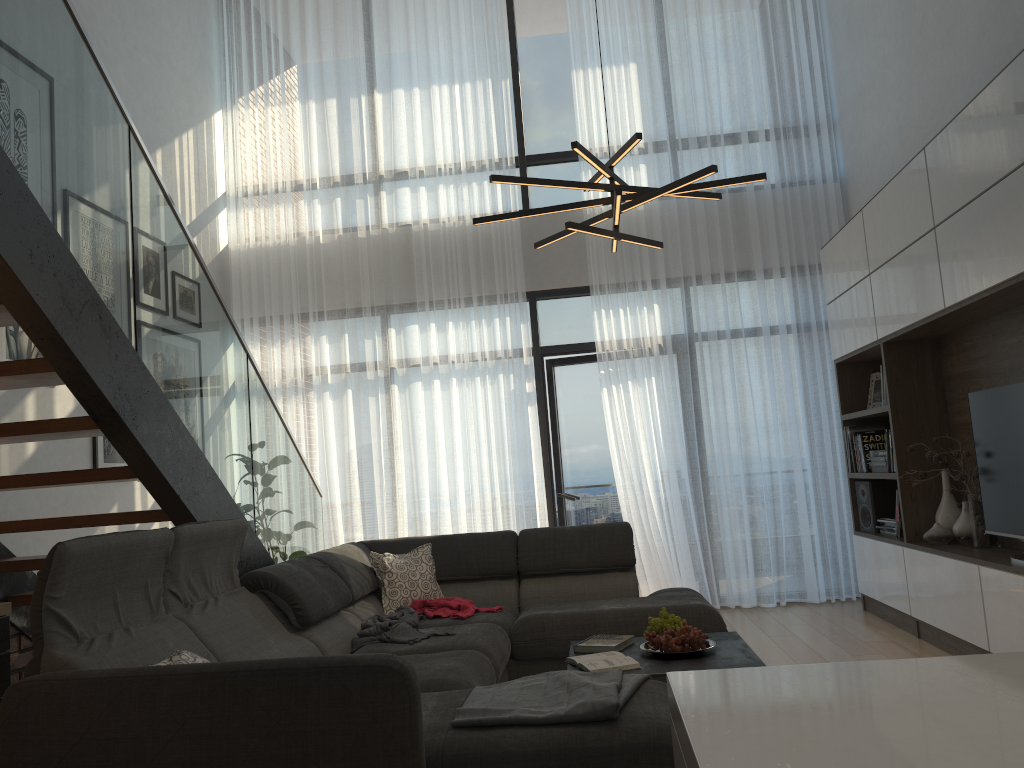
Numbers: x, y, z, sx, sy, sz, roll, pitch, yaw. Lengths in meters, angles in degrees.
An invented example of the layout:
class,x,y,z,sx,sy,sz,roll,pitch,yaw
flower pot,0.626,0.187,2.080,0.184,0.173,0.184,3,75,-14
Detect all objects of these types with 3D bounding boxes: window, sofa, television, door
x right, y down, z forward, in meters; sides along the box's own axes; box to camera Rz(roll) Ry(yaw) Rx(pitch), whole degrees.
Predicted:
class,x,y,z,sx,sy,sz,roll,pitch,yaw
window,0.259,0.518,6.867,4.808,2.501,0.119,-5,-6,5
window,0.023,-2.556,7.192,4.808,2.500,0.119,-5,-6,5
sofa,-0.118,0.969,3.669,2.108,0.995,3.169,-5,-6,5
television,2.273,0.372,3.798,0.229,0.779,1.220,-5,-6,5
door,0.879,0.726,6.896,1.118,1.976,0.206,-6,-6,15

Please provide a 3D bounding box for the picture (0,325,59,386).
class,x,y,z,sx,sy,sz,roll,pitch,yaw
picture,-2.429,-0.217,4.431,0.025,0.410,0.504,-5,-6,5

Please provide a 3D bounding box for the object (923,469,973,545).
class,x,y,z,sx,sy,sz,roll,pitch,yaw
object,2.405,0.661,4.801,0.313,0.397,0.313,1,-8,-43

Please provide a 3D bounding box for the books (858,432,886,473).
class,x,y,z,sx,sy,sz,roll,pitch,yaw
books,2.349,0.439,5.700,0.191,0.249,0.083,-5,-6,5

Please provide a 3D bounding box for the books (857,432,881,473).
class,x,y,z,sx,sy,sz,roll,pitch,yaw
books,2.360,0.443,5.764,0.193,0.255,0.066,-5,-6,4

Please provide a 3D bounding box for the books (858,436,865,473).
class,x,y,z,sx,sy,sz,roll,pitch,yaw
books,2.349,0.447,5.734,0.177,0.242,0.066,-5,-6,5

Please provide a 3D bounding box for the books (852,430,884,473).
class,x,y,z,sx,sy,sz,roll,pitch,yaw
books,2.376,0.446,5.870,0.202,0.268,0.053,-5,-6,5

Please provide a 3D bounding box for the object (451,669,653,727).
class,x,y,z,sx,sy,sz,roll,pitch,yaw
object,0.136,1.042,2.613,0.548,0.369,0.685,-6,-6,13

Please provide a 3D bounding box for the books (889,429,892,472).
class,x,y,z,sx,sy,sz,roll,pitch,yaw
books,2.321,0.387,5.209,0.192,0.254,0.075,-5,-6,4

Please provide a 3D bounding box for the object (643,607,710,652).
class,x,y,z,sx,sy,sz,roll,pitch,yaw
object,0.643,0.954,3.442,0.256,0.173,0.279,-5,-6,2

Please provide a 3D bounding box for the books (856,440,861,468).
class,x,y,z,sx,sy,sz,roll,pitch,yaw
books,2.361,0.457,5.814,0.170,0.236,0.049,-5,-6,5

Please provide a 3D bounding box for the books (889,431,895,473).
class,x,y,z,sx,sy,sz,roll,pitch,yaw
books,2.305,0.390,5.184,0.179,0.243,0.071,-5,-6,4

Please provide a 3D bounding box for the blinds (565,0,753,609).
class,x,y,z,sx,sy,sz,roll,pitch,yaw
blinds,1.036,-1.133,6.649,0.858,5.579,0.589,-2,-6,-18

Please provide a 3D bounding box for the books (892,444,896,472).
class,x,y,z,sx,sy,sz,roll,pitch,yaw
books,2.313,0.383,5.146,0.191,0.249,0.084,-5,-6,5

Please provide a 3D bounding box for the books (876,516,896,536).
class,x,y,z,sx,sy,sz,roll,pitch,yaw
books,2.423,0.889,5.561,0.204,0.099,0.325,-5,-6,5

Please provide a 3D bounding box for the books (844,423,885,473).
class,x,y,z,sx,sy,sz,roll,pitch,yaw
books,2.387,0.432,5.961,0.259,0.321,0.128,-5,-6,5

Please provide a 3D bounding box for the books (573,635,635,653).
class,x,y,z,sx,sy,sz,roll,pitch,yaw
books,0.380,1.064,3.632,0.179,0.029,0.225,-8,-7,28

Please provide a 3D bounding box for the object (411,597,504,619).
class,x,y,z,sx,sy,sz,roll,pitch,yaw
object,-0.344,1.126,4.485,0.536,0.077,0.323,-9,-8,39

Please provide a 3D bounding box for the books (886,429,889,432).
class,x,y,z,sx,sy,sz,roll,pitch,yaw
books,2.328,0.388,5.255,0.197,0.260,0.066,-5,-6,5

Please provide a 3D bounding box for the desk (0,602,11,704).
class,x,y,z,sx,sy,sz,roll,pitch,yaw
desk,-2.205,1.092,2.169,0.610,0.750,2.182,-5,-6,5

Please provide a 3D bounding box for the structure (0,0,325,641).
class,x,y,z,sx,sy,sz,roll,pitch,yaw
structure,-2.018,-0.016,2.537,1.289,3.460,5.660,-5,-6,5

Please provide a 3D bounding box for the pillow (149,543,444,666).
class,x,y,z,sx,sy,sz,roll,pitch,yaw
pillow,-0.731,0.952,3.621,0.386,0.364,2.734,-5,-6,9

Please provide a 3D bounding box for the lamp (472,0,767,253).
class,x,y,z,sx,sy,sz,roll,pitch,yaw
lamp,0.287,-2.393,3.779,1.200,3.645,0.831,-6,-6,15

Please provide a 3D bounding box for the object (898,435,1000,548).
class,x,y,z,sx,sy,sz,roll,pitch,yaw
object,2.306,0.551,4.645,0.542,0.598,0.317,-10,-8,40

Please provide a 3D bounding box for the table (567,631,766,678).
class,x,y,z,sx,sy,sz,roll,pitch,yaw
table,0.582,1.205,3.429,0.700,0.323,0.700,-5,-6,5

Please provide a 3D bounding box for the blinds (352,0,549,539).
class,x,y,z,sx,sy,sz,roll,pitch,yaw
blinds,-0.566,-0.985,6.866,1.374,5.581,0.218,-5,-6,3

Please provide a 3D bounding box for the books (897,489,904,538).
class,x,y,z,sx,sy,sz,roll,pitch,yaw
books,2.411,0.766,5.294,0.210,0.289,0.100,-5,-6,4

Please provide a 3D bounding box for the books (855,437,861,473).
class,x,y,z,sx,sy,sz,roll,pitch,yaw
books,2.370,0.458,5.837,0.189,0.240,0.053,-5,-6,5

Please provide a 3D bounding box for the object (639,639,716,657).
class,x,y,z,sx,sy,sz,roll,pitch,yaw
object,0.642,1.025,3.441,0.295,0.026,0.295,-4,-6,-1

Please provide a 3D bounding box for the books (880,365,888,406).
class,x,y,z,sx,sy,sz,roll,pitch,yaw
books,2.392,-0.015,5.424,0.185,0.299,0.367,-5,-6,5

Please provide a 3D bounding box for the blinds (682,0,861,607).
class,x,y,z,sx,sy,sz,roll,pitch,yaw
blinds,1.926,-1.199,6.653,1.163,5.581,0.218,-5,-6,2

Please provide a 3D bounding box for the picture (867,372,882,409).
class,x,y,z,sx,sy,sz,roll,pitch,yaw
picture,2.482,0.049,5.959,0.114,0.270,0.216,-3,-6,-14

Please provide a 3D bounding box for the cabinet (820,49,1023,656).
class,x,y,z,sx,sy,sz,roll,pitch,yaw
cabinet,2.228,0.075,4.088,0.338,2.494,4.036,-5,-6,5

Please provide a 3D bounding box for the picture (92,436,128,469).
class,x,y,z,sx,sy,sz,roll,pitch,yaw
picture,-2.322,0.303,5.162,0.025,0.504,0.410,-5,-6,5

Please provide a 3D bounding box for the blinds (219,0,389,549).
class,x,y,z,sx,sy,sz,roll,pitch,yaw
blinds,-1.644,-0.895,6.933,1.223,5.581,0.218,-5,-6,2

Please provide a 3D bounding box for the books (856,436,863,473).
class,x,y,z,sx,sy,sz,roll,pitch,yaw
books,2.351,0.452,5.793,0.169,0.242,0.050,-5,-6,4

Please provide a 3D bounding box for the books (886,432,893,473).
class,x,y,z,sx,sy,sz,roll,pitch,yaw
books,2.298,0.399,5.235,0.172,0.242,0.069,-5,-6,6

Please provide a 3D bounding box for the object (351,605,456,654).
class,x,y,z,sx,sy,sz,roll,pitch,yaw
object,-0.565,1.128,4.090,0.411,0.118,0.905,-2,-6,-19

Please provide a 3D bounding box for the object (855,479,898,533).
class,x,y,z,sx,sy,sz,roll,pitch,yaw
object,2.441,0.802,5.860,0.244,0.331,0.214,-4,-6,-5

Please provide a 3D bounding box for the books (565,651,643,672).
class,x,y,z,sx,sy,sz,roll,pitch,yaw
books,0.337,1.036,3.311,0.199,0.025,0.294,-3,-6,-16

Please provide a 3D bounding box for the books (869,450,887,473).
class,x,y,z,sx,sy,sz,roll,pitch,yaw
books,2.393,0.468,5.476,0.277,0.137,0.343,-5,-6,5

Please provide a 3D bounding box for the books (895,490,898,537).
class,x,y,z,sx,sy,sz,roll,pitch,yaw
books,2.434,0.772,5.343,0.232,0.284,0.142,-5,-6,5
